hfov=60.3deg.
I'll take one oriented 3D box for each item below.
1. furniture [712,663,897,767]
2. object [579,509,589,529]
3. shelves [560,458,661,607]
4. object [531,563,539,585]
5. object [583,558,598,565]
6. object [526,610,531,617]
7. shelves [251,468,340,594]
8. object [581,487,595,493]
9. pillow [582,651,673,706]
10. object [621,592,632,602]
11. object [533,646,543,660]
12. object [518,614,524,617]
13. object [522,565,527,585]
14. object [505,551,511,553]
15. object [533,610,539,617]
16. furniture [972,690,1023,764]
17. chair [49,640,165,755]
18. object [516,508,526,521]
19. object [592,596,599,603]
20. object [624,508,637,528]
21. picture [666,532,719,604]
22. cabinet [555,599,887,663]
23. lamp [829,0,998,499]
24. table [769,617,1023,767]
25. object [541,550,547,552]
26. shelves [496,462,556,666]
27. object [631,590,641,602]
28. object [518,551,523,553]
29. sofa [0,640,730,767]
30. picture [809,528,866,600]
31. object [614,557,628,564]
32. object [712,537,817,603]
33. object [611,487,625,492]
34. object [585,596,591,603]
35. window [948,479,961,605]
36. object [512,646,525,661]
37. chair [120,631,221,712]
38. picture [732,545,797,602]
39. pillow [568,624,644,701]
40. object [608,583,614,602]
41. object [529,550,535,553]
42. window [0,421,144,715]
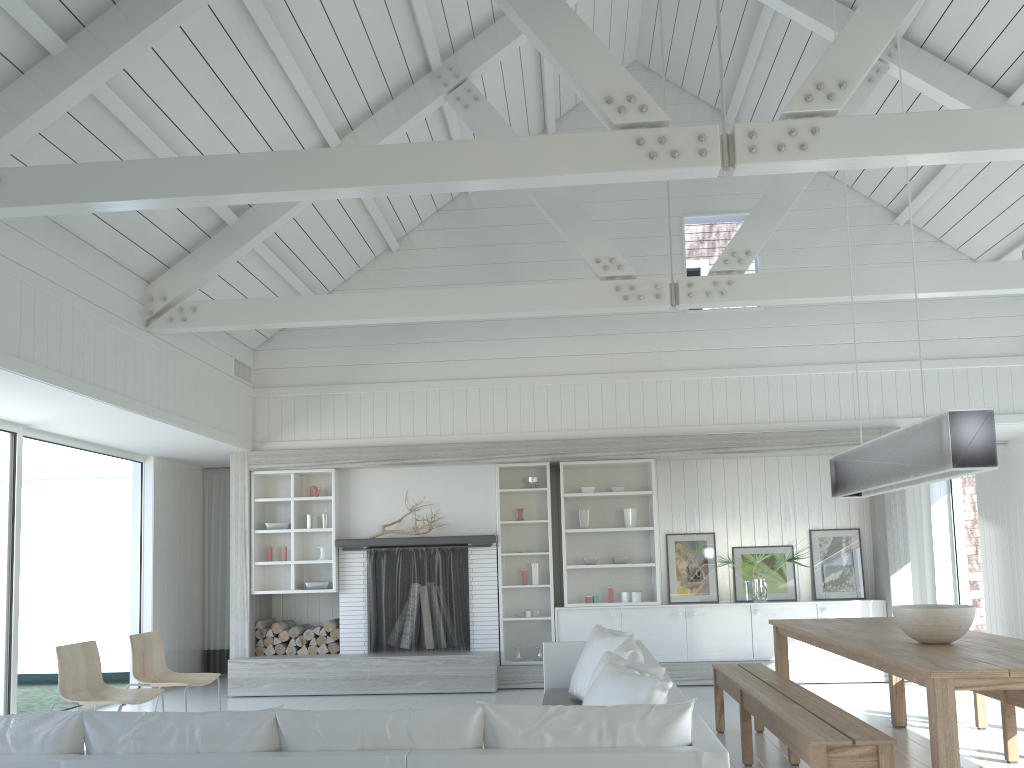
[{"bbox_3d":[1.500,1.952,4.907,0.340,0.465,2.716,-2,-11,4],"label":"furniture"},{"bbox_3d":[0.728,1.371,8.909,0.102,0.195,0.104,-2,-7,4],"label":"object"},{"bbox_3d":[0.987,1.529,9.020,0.939,1.428,0.611,-2,-6,4],"label":"shelves"},{"bbox_3d":[0.234,1.918,8.901,0.072,0.209,0.072,-2,-6,3],"label":"object"},{"bbox_3d":[0.790,1.786,8.867,0.141,0.065,0.143,-2,-10,4],"label":"object"},{"bbox_3d":[0.167,2.308,8.875,0.054,0.070,0.055,-2,-8,3],"label":"object"},{"bbox_3d":[-2.180,1.532,9.123,0.866,1.227,0.555,-2,-6,4],"label":"shelves"},{"bbox_3d":[0.770,1.082,8.932,0.141,0.065,0.143,-2,-10,4],"label":"object"},{"bbox_3d":[0.499,1.591,4.261,0.466,0.472,1.336,-1,-11,-5],"label":"pillow"},{"bbox_3d":[1.151,2.138,8.854,0.092,0.094,0.090,-8,-10,37],"label":"object"},{"bbox_3d":[0.280,2.693,8.827,0.137,0.129,0.138,6,-12,-43],"label":"object"},{"bbox_3d":[0.091,2.334,8.879,0.054,0.025,0.055,-2,-10,4],"label":"object"},{"bbox_3d":[0.128,1.930,8.910,0.054,0.194,0.055,-2,-6,3],"label":"object"},{"bbox_3d":[-0.039,1.692,8.871,0.054,0.025,0.055,-2,-10,4],"label":"object"},{"bbox_3d":[0.241,2.309,8.868,0.058,0.060,0.058,-2,-8,3],"label":"object"},{"bbox_3d":[2.993,1.890,4.803,0.340,0.465,2.716,-2,-11,4],"label":"furniture"},{"bbox_3d":[-2.570,2.021,5.540,0.555,0.772,0.602,-2,-8,4],"label":"chair"},{"bbox_3d":[0.086,1.334,8.964,0.137,0.129,0.138,6,-12,-43],"label":"object"},{"bbox_3d":[0.837,2.162,8.847,0.058,0.060,0.058,1,-9,-18],"label":"object"},{"bbox_3d":[1.196,1.351,8.876,0.103,0.195,0.103,4,-9,-41],"label":"object"},{"bbox_3d":[1.817,1.856,8.890,0.495,0.696,0.066,-2,-5,4],"label":"picture"},{"bbox_3d":[2.035,2.468,8.835,3.182,0.545,0.661,-2,-9,4],"label":"cabinet"},{"bbox_3d":[2.107,-1.514,5.124,0.200,4.199,1.927,-2,-6,4],"label":"lamp"},{"bbox_3d":[2.218,1.779,4.875,0.906,0.754,2.988,-2,-11,4],"label":"table"},{"bbox_3d":[0.327,1.710,9.008,0.054,0.025,0.055,-2,-10,4],"label":"object"},{"bbox_3d":[0.154,1.836,9.054,0.541,1.980,0.611,-2,-6,4],"label":"shelves"},{"bbox_3d":[1.240,2.113,8.781,0.086,0.110,0.086,-8,-10,39],"label":"object"},{"bbox_3d":[0.083,1.698,8.917,0.054,0.025,0.055,-2,-10,4],"label":"object"},{"bbox_3d":[-0.850,1.910,5.087,3.477,0.730,4.189,-2,-11,4],"label":"sofa"},{"bbox_3d":[3.244,1.797,8.790,0.495,0.696,0.066,-2,-5,4],"label":"picture"},{"bbox_3d":[1.108,1.801,8.987,0.141,0.065,0.143,-2,-10,4],"label":"object"},{"bbox_3d":[2.465,1.806,8.556,0.971,0.623,0.630,-2,-8,2],"label":"object"},{"bbox_3d":[1.088,1.097,9.051,0.141,0.065,0.143,-2,-10,4],"label":"object"},{"bbox_3d":[0.766,2.154,8.826,0.054,0.070,0.055,1,-8,-17],"label":"object"},{"bbox_3d":[5.692,2.074,10.958,0.038,2.403,0.956,-2,-6,4],"label":"window"},{"bbox_3d":[0.062,2.702,8.843,0.137,0.129,0.138,6,-12,-43],"label":"object"},{"bbox_3d":[-2.457,2.173,6.311,0.555,0.772,0.602,-2,-8,4],"label":"chair"},{"bbox_3d":[2.531,1.903,8.844,0.609,0.548,0.054,-2,-5,4],"label":"picture"},{"bbox_3d":[0.659,1.919,5.912,0.462,0.472,2.086,-1,-11,-4],"label":"pillow"},{"bbox_3d":[0.991,2.087,8.832,0.054,0.194,0.055,-2,-6,3],"label":"object"},{"bbox_3d":[0.205,1.704,8.962,0.054,0.025,0.055,-2,-10,4],"label":"object"},{"bbox_3d":[-4.068,1.090,4.718,0.080,2.391,8.831,-2,-11,4],"label":"window"}]
